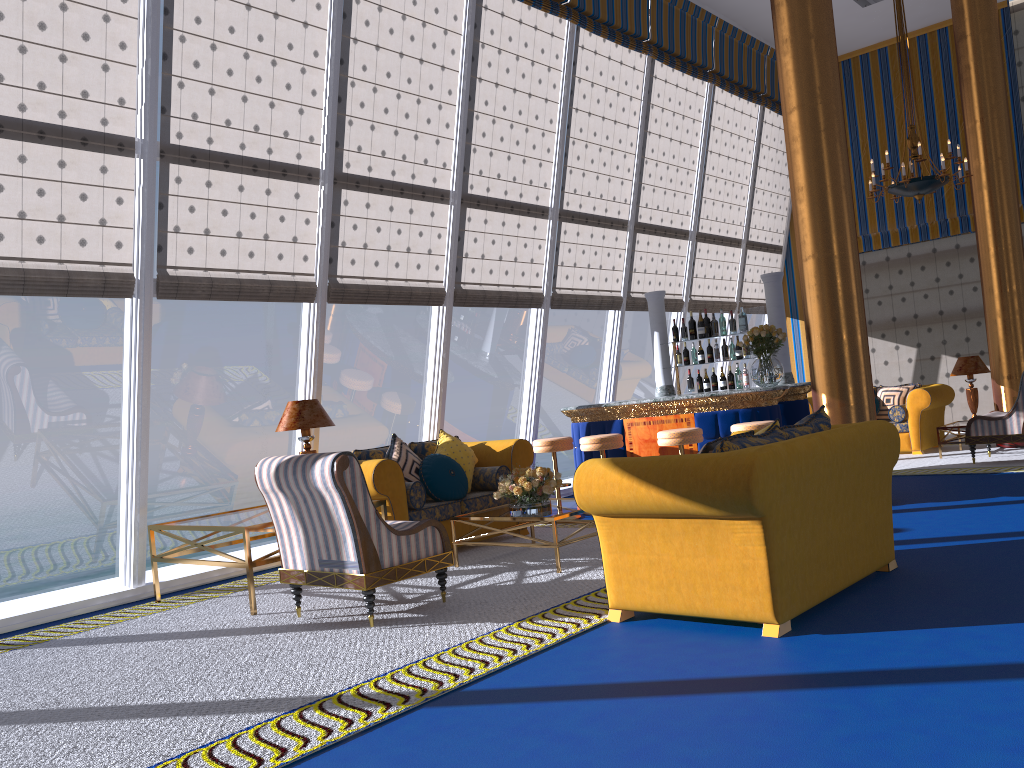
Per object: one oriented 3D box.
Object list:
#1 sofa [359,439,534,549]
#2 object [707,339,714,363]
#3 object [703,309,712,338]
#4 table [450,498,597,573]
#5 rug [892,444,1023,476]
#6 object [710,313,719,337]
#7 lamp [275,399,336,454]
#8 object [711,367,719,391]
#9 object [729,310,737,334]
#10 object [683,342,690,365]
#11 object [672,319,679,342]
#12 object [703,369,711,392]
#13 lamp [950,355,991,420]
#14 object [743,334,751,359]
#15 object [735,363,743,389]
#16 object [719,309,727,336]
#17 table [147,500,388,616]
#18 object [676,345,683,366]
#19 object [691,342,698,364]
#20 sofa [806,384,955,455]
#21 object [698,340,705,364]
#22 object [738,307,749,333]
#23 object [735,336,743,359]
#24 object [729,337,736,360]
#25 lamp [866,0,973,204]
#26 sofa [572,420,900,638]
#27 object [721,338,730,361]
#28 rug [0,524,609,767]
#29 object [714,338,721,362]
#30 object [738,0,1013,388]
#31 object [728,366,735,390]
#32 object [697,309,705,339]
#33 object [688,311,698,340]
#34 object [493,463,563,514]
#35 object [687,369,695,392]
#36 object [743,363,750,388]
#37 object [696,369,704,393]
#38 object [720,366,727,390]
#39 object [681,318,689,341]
[{"bbox_3d":[-0.743,0.962,7.427,0.991,0.854,1.864,-7,-1,40],"label":"sofa"},{"bbox_3d":[2.047,-0.345,9.171,0.065,0.244,0.066,-6,-1,22],"label":"object"},{"bbox_3d":[2.019,-0.630,9.195,0.082,0.302,0.080,-5,-1,-33],"label":"object"},{"bbox_3d":[0.225,1.086,6.505,0.965,0.369,0.916,-7,-2,40],"label":"table"},{"bbox_3d":[5.056,0.871,10.649,6.195,0.011,3.630,-7,-2,40],"label":"rug"},{"bbox_3d":[2.087,-0.609,9.141,0.076,0.247,0.076,-6,-1,4],"label":"object"},{"bbox_3d":[-1.541,0.513,6.700,0.450,0.783,0.442,-5,-1,-35],"label":"lamp"},{"bbox_3d":[2.093,-0.051,9.170,0.065,0.244,0.066,-6,-1,22],"label":"object"},{"bbox_3d":[2.248,-0.631,9.045,0.072,0.246,0.072,-6,-1,0],"label":"object"},{"bbox_3d":[1.829,-0.319,9.314,0.065,0.244,0.066,-6,-1,22],"label":"object"},{"bbox_3d":[1.734,-0.568,9.426,0.065,0.244,0.066,-7,-1,44],"label":"object"},{"bbox_3d":[2.024,-0.039,9.224,0.068,0.244,0.069,-6,-1,22],"label":"object"},{"bbox_3d":[5.498,0.059,10.606,0.443,0.783,0.450,-6,-1,25],"label":"lamp"},{"bbox_3d":[2.369,-0.380,8.977,0.072,0.244,0.071,-6,-1,-29],"label":"object"},{"bbox_3d":[2.320,-0.084,9.082,0.068,0.269,0.068,-6,-1,1],"label":"object"},{"bbox_3d":[2.154,-0.631,9.074,0.070,0.271,0.068,-5,-1,-39],"label":"object"},{"bbox_3d":[-1.720,1.192,6.341,1.225,0.549,1.163,-7,-2,40],"label":"table"},{"bbox_3d":[1.755,-0.300,9.343,0.066,0.225,0.066,-6,-1,10],"label":"object"},{"bbox_3d":[1.904,-0.320,9.269,0.058,0.230,0.058,-6,-1,0],"label":"object"},{"bbox_3d":[4.816,0.503,11.828,1.829,0.854,1.022,-7,-1,42],"label":"sofa"},{"bbox_3d":[1.964,-0.331,9.220,0.068,0.244,0.069,-6,-1,22],"label":"object"},{"bbox_3d":[2.347,-0.651,9.014,0.091,0.259,0.092,-6,-1,24],"label":"object"},{"bbox_3d":[2.306,-0.372,9.026,0.068,0.244,0.069,-6,-1,22],"label":"object"},{"bbox_3d":[2.253,-0.361,9.071,0.058,0.230,0.058,-6,-1,0],"label":"object"},{"bbox_3d":[4.408,-3.209,9.868,1.053,2.421,1.065,-6,-1,17],"label":"lamp"},{"bbox_3d":[1.300,0.701,4.769,1.001,0.854,1.866,-7,-2,42],"label":"sofa"},{"bbox_3d":[2.184,-0.353,9.100,0.071,0.232,0.072,-6,-1,19],"label":"object"},{"bbox_3d":[-0.965,1.373,5.512,3.557,0.010,6.319,-7,-2,40],"label":"rug"},{"bbox_3d":[2.108,-0.349,9.124,0.056,0.239,0.057,-6,-1,15],"label":"object"},{"bbox_3d":[1.540,-7.106,5.858,63.921,33.597,62.638,-5,-2,-43],"label":"object"},{"bbox_3d":[2.247,-0.065,9.102,0.065,0.244,0.066,-6,-1,22],"label":"object"},{"bbox_3d":[1.966,-0.623,9.208,0.084,0.302,0.086,-6,-1,35],"label":"object"},{"bbox_3d":[1.886,-0.614,9.276,0.082,0.302,0.080,-5,-1,-44],"label":"object"},{"bbox_3d":[0.129,0.757,6.426,0.451,0.388,0.507,-6,-1,21],"label":"object"},{"bbox_3d":[1.871,-0.038,9.304,0.070,0.242,0.071,-6,-1,22],"label":"object"},{"bbox_3d":[2.385,-0.087,9.039,0.061,0.258,0.062,-6,-1,41],"label":"object"},{"bbox_3d":[1.962,-0.031,9.275,0.065,0.244,0.066,-7,-1,44],"label":"object"},{"bbox_3d":[2.172,-0.060,9.138,0.068,0.244,0.069,-6,-1,22],"label":"object"},{"bbox_3d":[1.825,-0.579,9.406,0.072,0.246,0.072,-6,-1,0],"label":"object"}]
